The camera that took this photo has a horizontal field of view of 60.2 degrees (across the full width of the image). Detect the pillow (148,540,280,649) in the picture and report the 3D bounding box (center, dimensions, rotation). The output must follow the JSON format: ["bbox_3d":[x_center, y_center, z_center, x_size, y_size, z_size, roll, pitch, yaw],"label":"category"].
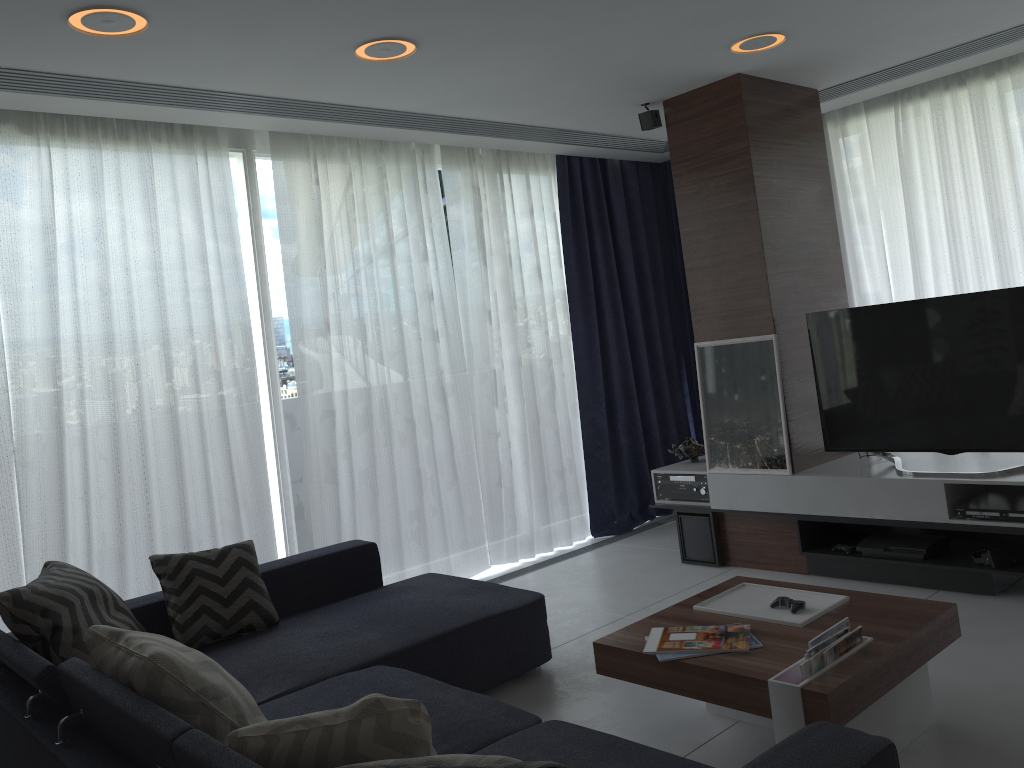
[{"bbox_3d":[-1.150,0.808,3.443,0.417,0.346,0.284,-7,-1,-37],"label":"pillow"}]

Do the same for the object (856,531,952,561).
[{"bbox_3d":[1.830,0.749,4.121,0.315,0.067,0.312,-9,2,-42],"label":"object"}]

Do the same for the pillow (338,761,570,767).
[{"bbox_3d":[-0.061,0.743,1.381,0.414,0.387,0.221,-7,-2,18],"label":"pillow"}]

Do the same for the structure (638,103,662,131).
[{"bbox_3d":[0.768,-1.485,4.923,0.084,0.143,0.115,-8,-2,38],"label":"structure"}]

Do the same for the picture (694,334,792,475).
[{"bbox_3d":[1.189,0.114,4.587,0.053,0.703,0.497,-4,-3,-42],"label":"picture"}]

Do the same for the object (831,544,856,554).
[{"bbox_3d":[1.600,0.789,4.252,0.071,0.036,0.112,-8,2,-29],"label":"object"}]

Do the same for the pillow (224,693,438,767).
[{"bbox_3d":[-0.340,0.790,1.805,0.418,0.352,0.280,-7,-1,1],"label":"pillow"}]

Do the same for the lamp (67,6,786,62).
[{"bbox_3d":[2.494,-1.569,0.420,9.532,0.084,5.368,-6,3,34],"label":"lamp"}]

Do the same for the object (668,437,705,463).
[{"bbox_3d":[1.079,0.383,5.219,0.310,0.151,0.137,-7,-1,5],"label":"object"}]

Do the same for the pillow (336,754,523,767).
[{"bbox_3d":[-0.131,0.780,1.612,0.415,0.295,0.330,-7,0,10],"label":"pillow"}]

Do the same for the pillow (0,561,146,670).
[{"bbox_3d":[-1.451,0.873,2.958,0.356,0.520,0.596,-7,0,-11],"label":"pillow"}]

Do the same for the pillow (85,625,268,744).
[{"bbox_3d":[-0.840,0.804,2.270,0.344,0.389,0.492,-6,0,-42],"label":"pillow"}]

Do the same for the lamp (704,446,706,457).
[{"bbox_3d":[1.120,0.357,4.948,0.077,0.212,0.153,-7,-1,7],"label":"lamp"}]

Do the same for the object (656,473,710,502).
[{"bbox_3d":[1.081,0.563,5.051,0.370,0.151,0.367,-8,2,-42],"label":"object"}]

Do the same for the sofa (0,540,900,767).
[{"bbox_3d":[-0.261,0.920,2.627,1.908,0.610,2.855,-8,2,-42],"label":"sofa"}]

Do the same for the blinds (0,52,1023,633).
[{"bbox_3d":[0.537,-0.263,2.483,7.169,2.780,5.764,-8,2,-38],"label":"blinds"}]

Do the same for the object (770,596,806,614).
[{"bbox_3d":[0.895,0.709,2.859,0.071,0.036,0.112,-8,2,-29],"label":"object"}]

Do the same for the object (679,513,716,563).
[{"bbox_3d":[1.098,0.830,4.899,0.255,0.252,0.212,-7,-1,-42],"label":"object"}]

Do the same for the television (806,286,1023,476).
[{"bbox_3d":[1.962,-0.003,4.019,0.299,0.788,1.222,-5,-1,-42],"label":"television"}]

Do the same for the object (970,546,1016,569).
[{"bbox_3d":[2.049,0.731,3.795,0.117,0.079,0.183,-7,1,-12],"label":"object"}]

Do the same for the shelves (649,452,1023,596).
[{"bbox_3d":[1.888,0.639,4.464,0.877,0.500,2.335,-8,2,-42],"label":"shelves"}]

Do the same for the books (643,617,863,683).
[{"bbox_3d":[4.036,0.497,0.854,8.196,0.374,0.406,-6,0,27],"label":"books"}]

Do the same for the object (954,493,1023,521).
[{"bbox_3d":[2.165,0.526,3.745,0.337,0.053,0.428,-9,3,-42],"label":"object"}]

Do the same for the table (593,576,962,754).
[{"bbox_3d":[0.833,0.909,2.749,0.809,0.353,0.795,-8,2,-42],"label":"table"}]
